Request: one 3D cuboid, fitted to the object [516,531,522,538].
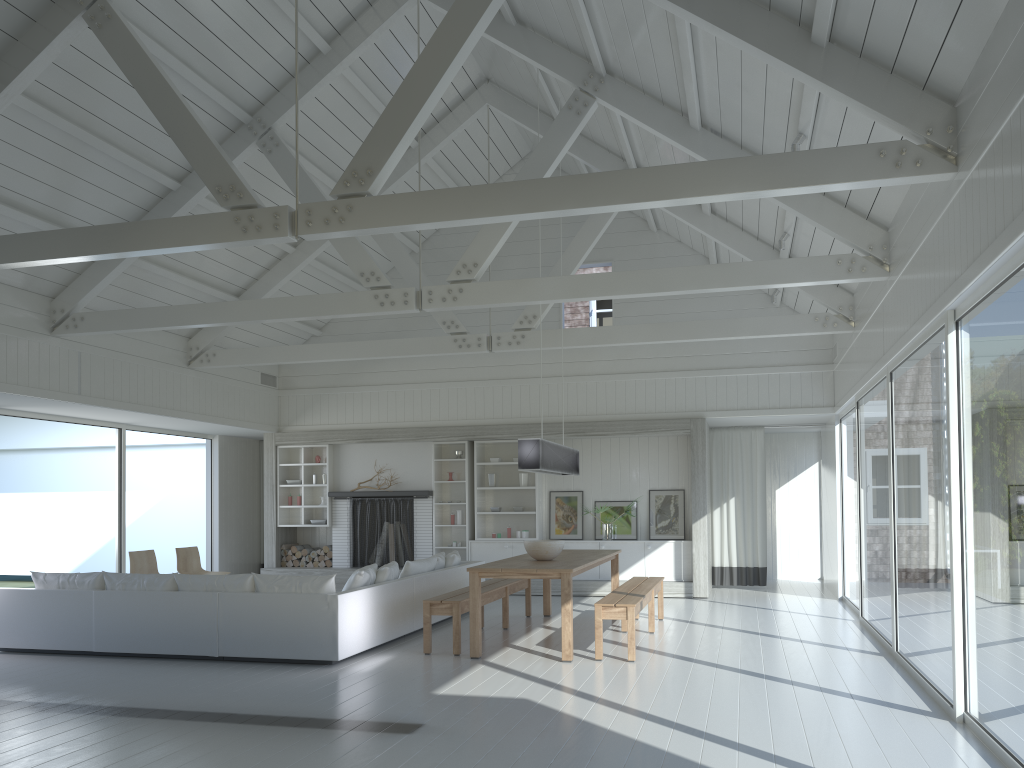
[{"bbox_3d":[0.120,2.183,12.789,0.090,0.095,0.092,3,-6,-41],"label":"object"}]

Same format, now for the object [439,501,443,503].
[{"bbox_3d":[-1.046,1.742,12.994,0.054,0.025,0.054,-2,-7,15],"label":"object"}]

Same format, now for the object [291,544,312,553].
[{"bbox_3d":[-3.280,2.568,13.738,0.110,0.110,0.497,-2,-7,13],"label":"object"}]

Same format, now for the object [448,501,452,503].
[{"bbox_3d":[-0.918,1.744,13.016,0.054,0.025,0.054,-2,-7,15],"label":"object"}]

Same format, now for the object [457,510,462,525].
[{"bbox_3d":[-0.772,1.965,12.988,0.072,0.210,0.071,-1,-2,14],"label":"object"}]

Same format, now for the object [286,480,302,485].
[{"bbox_3d":[-3.338,1.519,13.589,0.242,0.072,0.244,-1,-7,0],"label":"object"}]

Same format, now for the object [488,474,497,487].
[{"bbox_3d":[-0.285,1.410,12.868,0.103,0.196,0.103,-1,-3,15],"label":"object"}]

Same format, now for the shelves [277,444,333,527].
[{"bbox_3d":[-3.104,1.579,13.622,0.866,1.235,0.551,-1,-3,15],"label":"shelves"}]

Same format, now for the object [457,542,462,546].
[{"bbox_3d":[-0.771,2.360,12.982,0.058,0.061,0.058,-2,-5,14],"label":"object"}]

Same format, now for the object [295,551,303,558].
[{"bbox_3d":[-3.212,2.643,13.718,0.109,0.109,0.497,-2,-7,13],"label":"object"}]

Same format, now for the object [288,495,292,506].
[{"bbox_3d":[-3.418,1.778,13.589,0.054,0.195,0.054,-1,-2,15],"label":"object"}]

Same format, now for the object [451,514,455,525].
[{"bbox_3d":[-0.875,1.977,13.017,0.054,0.195,0.054,-1,-2,14],"label":"object"}]

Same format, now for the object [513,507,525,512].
[{"bbox_3d":[0.102,1.834,12.903,0.141,0.066,0.142,-2,-7,15],"label":"object"}]

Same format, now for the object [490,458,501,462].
[{"bbox_3d":[-0.240,1.118,12.862,0.141,0.066,0.142,-2,-7,15],"label":"object"}]

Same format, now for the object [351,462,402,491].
[{"bbox_3d":[-1.988,1.355,13.076,0.782,0.501,0.460,1,-5,-16],"label":"object"}]

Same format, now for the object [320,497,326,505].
[{"bbox_3d":[-2.881,1.786,13.444,0.137,0.130,0.138,-1,-5,2],"label":"object"}]

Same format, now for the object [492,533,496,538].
[{"bbox_3d":[-0.263,2.204,12.834,0.054,0.071,0.054,0,-4,-6],"label":"object"}]

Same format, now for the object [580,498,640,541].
[{"bbox_3d":[1.357,1.860,12.234,0.971,0.627,0.625,-2,-5,12],"label":"object"}]

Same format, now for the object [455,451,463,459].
[{"bbox_3d":[-0.782,1.048,12.983,0.162,0.123,0.162,4,-7,-43],"label":"object"}]

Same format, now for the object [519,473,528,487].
[{"bbox_3d":[0.168,1.390,12.748,0.103,0.196,0.103,1,-3,-30],"label":"object"}]

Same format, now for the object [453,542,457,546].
[{"bbox_3d":[-0.843,2.359,13.003,0.054,0.071,0.054,-2,-4,14],"label":"object"}]

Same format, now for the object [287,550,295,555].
[{"bbox_3d":[-3.354,2.612,13.743,0.080,0.079,0.481,-2,-8,13],"label":"object"}]

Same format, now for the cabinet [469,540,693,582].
[{"bbox_3d":[0.986,2.509,12.630,3.184,0.549,0.657,-3,-5,15],"label":"cabinet"}]

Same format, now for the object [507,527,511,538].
[{"bbox_3d":[-0.041,2.134,12.794,0.054,0.195,0.054,-1,-2,14],"label":"object"}]

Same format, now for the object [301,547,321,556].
[{"bbox_3d":[-3.112,2.604,13.693,0.109,0.109,0.497,-2,-7,13],"label":"object"}]

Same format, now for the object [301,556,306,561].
[{"bbox_3d":[-3.128,2.697,13.681,0.080,0.079,0.481,-2,-8,13],"label":"object"}]

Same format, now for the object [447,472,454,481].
[{"bbox_3d":[-0.907,1.374,13.036,0.137,0.130,0.137,2,-6,-33],"label":"object"}]

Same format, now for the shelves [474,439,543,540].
[{"bbox_3d":[-0.010,1.559,12.939,0.939,1.439,0.607,-1,-3,15],"label":"shelves"}]

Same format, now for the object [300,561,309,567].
[{"bbox_3d":[-3.134,2.771,13.703,0.105,0.114,0.520,-2,-7,14],"label":"object"}]

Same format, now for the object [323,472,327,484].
[{"bbox_3d":[-2.857,1.434,13.448,0.054,0.195,0.054,-1,-2,15],"label":"object"}]

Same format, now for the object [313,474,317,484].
[{"bbox_3d":[-3.018,1.441,13.491,0.054,0.195,0.054,-1,-2,15],"label":"object"}]

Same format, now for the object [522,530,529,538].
[{"bbox_3d":[0.194,2.162,12.700,0.085,0.111,0.085,3,-5,-40],"label":"object"}]

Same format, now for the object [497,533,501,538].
[{"bbox_3d":[-0.190,2.209,12.842,0.058,0.061,0.058,0,-4,-8],"label":"object"}]

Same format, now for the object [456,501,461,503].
[{"bbox_3d":[-0.789,1.745,13.039,0.054,0.025,0.054,-2,-7,15],"label":"object"}]

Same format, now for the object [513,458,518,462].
[{"bbox_3d":[0.095,1.123,12.921,0.141,0.066,0.142,-2,-7,15],"label":"object"}]

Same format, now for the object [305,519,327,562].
[{"bbox_3d":[-2.984,2.417,13.626,0.341,0.641,0.616,-1,-4,0],"label":"object"}]

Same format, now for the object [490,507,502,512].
[{"bbox_3d":[-0.233,1.830,12.844,0.141,0.066,0.142,-2,-7,15],"label":"object"}]

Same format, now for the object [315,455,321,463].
[{"bbox_3d":[-2.963,1.153,13.473,0.059,0.126,0.232,1,-6,-30],"label":"object"}]

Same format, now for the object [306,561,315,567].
[{"bbox_3d":[-3.008,2.799,13.678,0.134,0.146,0.551,-2,-7,14],"label":"object"}]

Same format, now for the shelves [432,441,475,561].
[{"bbox_3d":[-0.822,1.872,13.147,0.541,1.994,0.606,-1,-2,15],"label":"shelves"}]

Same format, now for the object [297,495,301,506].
[{"bbox_3d":[-3.271,1.771,13.550,0.054,0.195,0.054,-1,-2,15],"label":"object"}]
